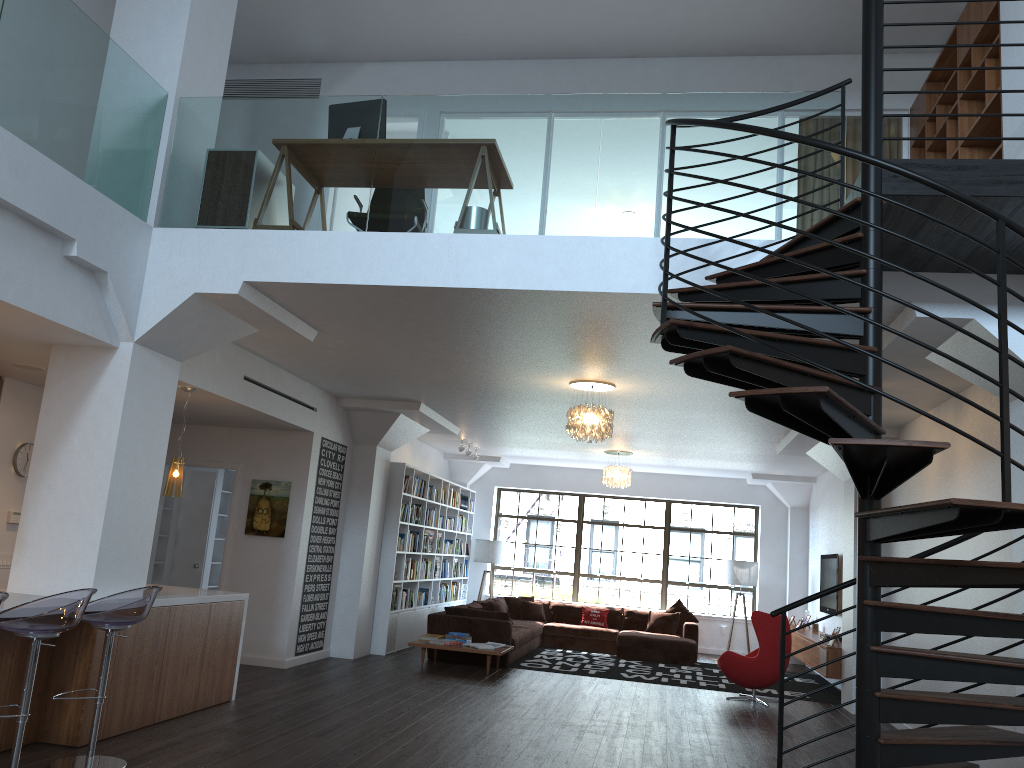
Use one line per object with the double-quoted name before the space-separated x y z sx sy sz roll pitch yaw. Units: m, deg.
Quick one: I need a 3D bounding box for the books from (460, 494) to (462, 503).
"books" -0.940 1.978 14.936 0.183 0.253 0.042 3 -11 10

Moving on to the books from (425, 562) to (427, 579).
"books" -1.335 2.704 12.879 0.174 0.240 0.045 3 -11 10

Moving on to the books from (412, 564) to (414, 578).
"books" -1.448 2.574 12.234 0.168 0.231 0.037 3 -11 10

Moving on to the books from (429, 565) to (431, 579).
"books" -1.294 2.755 13.130 0.174 0.240 0.045 3 -11 10

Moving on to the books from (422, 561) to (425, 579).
"books" -1.355 2.666 12.729 0.183 0.253 0.034 3 -11 10

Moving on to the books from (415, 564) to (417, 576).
"books" -1.428 2.598 12.371 0.174 0.240 0.045 3 -11 10

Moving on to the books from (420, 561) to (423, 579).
"books" -1.367 2.646 12.624 0.160 0.250 0.026 3 -11 10

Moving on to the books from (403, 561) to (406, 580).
"books" -1.517 2.478 11.806 0.189 0.247 0.057 3 -11 10

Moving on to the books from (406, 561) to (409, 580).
"books" -1.488 2.516 11.987 0.171 0.246 0.057 3 -11 10

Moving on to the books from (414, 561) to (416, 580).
"books" -1.429 2.577 12.301 0.183 0.253 0.034 3 -11 10

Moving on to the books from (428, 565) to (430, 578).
"books" -1.298 2.750 13.060 0.161 0.223 0.027 3 -11 10

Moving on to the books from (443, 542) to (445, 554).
"books" -1.127 2.566 13.887 0.128 0.178 0.020 3 -11 10

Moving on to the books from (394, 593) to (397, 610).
"books" -1.582 2.808 11.474 0.161 0.223 0.032 3 -11 10

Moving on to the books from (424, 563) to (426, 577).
"books" -1.341 2.685 12.804 0.171 0.246 0.057 3 -11 10

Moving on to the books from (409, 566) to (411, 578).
"books" -1.469 2.551 12.104 0.161 0.223 0.026 3 -11 10

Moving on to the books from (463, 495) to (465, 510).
"books" -0.905 2.013 15.104 0.183 0.253 0.042 3 -11 10

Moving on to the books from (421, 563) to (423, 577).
"books" -1.361 2.665 12.645 0.161 0.223 0.026 3 -11 10

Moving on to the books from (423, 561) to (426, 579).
"books" -1.345 2.673 12.761 0.183 0.253 0.034 3 -11 10

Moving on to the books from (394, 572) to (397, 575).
"books" -1.602 2.450 11.486 0.174 0.032 0.254 4 -11 5

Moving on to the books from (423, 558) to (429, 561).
"books" -1.319 2.694 12.955 0.176 0.290 0.036 3 -11 10

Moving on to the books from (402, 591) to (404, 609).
"books" -1.537 2.876 11.831 0.176 0.231 0.053 3 -11 10

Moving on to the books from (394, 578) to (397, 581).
"books" -1.604 2.516 11.478 0.197 0.035 0.284 5 -11 0

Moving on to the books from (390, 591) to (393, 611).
"books" -1.620 2.764 11.334 0.160 0.251 0.031 3 -11 10

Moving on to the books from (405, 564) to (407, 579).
"books" -1.492 2.517 11.894 0.144 0.207 0.048 3 -11 10

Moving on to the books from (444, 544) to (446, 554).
"books" -1.105 2.596 13.965 0.110 0.153 0.018 3 -11 10

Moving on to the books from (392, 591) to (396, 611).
"books" -1.598 2.784 11.403 0.174 0.240 0.054 3 -11 10

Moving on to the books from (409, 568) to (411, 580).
"books" -1.481 2.549 12.143 0.174 0.240 0.045 3 -11 10

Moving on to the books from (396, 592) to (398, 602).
"books" -1.582 2.822 11.547 0.161 0.223 0.033 3 -11 10

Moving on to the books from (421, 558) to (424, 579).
"books" -1.361 2.639 12.691 0.176 0.290 0.053 3 -11 10

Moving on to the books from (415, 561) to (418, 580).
"books" -1.414 2.600 12.404 0.160 0.250 0.026 3 -11 10

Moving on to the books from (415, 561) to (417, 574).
"books" -1.427 2.584 12.334 0.183 0.253 0.034 3 -11 10

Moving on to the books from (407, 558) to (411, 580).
"books" -1.475 2.510 12.072 0.176 0.290 0.053 3 -11 10

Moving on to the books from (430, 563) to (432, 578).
"books" -1.279 2.771 13.161 0.161 0.223 0.026 3 -11 10

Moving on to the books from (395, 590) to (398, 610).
"books" -1.589 2.800 11.515 0.183 0.253 0.042 3 -11 10

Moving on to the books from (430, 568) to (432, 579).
"books" -1.284 2.773 13.194 0.168 0.231 0.037 3 -11 10

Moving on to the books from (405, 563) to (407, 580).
"books" -1.498 2.509 11.942 0.159 0.241 0.038 3 -11 10

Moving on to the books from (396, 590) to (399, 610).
"books" -1.575 2.816 11.594 0.180 0.251 0.048 3 -11 10

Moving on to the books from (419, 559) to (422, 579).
"books" -1.387 2.620 12.585 0.198 0.284 0.066 3 -11 10

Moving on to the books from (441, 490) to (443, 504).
"books" -1.148 1.722 13.636 0.174 0.236 0.136 3 -11 10

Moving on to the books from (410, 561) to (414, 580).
"books" -1.450 2.558 12.189 0.171 0.246 0.057 3 -11 10

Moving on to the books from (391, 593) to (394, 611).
"books" -1.607 2.784 11.360 0.161 0.223 0.032 3 -11 10

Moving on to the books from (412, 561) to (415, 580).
"books" -1.438 2.570 12.269 0.183 0.253 0.034 3 -11 10

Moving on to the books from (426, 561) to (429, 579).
"books" -1.317 2.705 12.916 0.183 0.253 0.034 3 -11 10

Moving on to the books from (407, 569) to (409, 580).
"books" -1.481 2.535 12.026 0.161 0.223 0.027 3 -11 10

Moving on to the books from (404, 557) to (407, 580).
"books" -1.489 2.464 11.857 0.140 0.298 0.044 3 -11 10

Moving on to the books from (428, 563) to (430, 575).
"books" -1.300 2.732 13.038 0.160 0.250 0.026 3 -11 10

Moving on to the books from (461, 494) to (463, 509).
"books" -0.927 1.987 14.977 0.183 0.253 0.042 3 -11 10

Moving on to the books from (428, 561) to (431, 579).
"books" -1.300 2.741 13.093 0.183 0.253 0.034 3 -11 10

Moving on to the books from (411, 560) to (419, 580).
"books" -1.406 2.604 12.432 0.183 0.253 0.034 3 -11 10

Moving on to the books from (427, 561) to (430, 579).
"books" -1.311 2.719 12.998 0.180 0.259 0.060 3 -11 10

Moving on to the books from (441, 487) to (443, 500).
"books" -1.161 1.695 13.553 0.183 0.253 0.042 3 -11 10

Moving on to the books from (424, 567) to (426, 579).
"books" -1.333 2.705 12.842 0.161 0.223 0.027 3 -11 10
